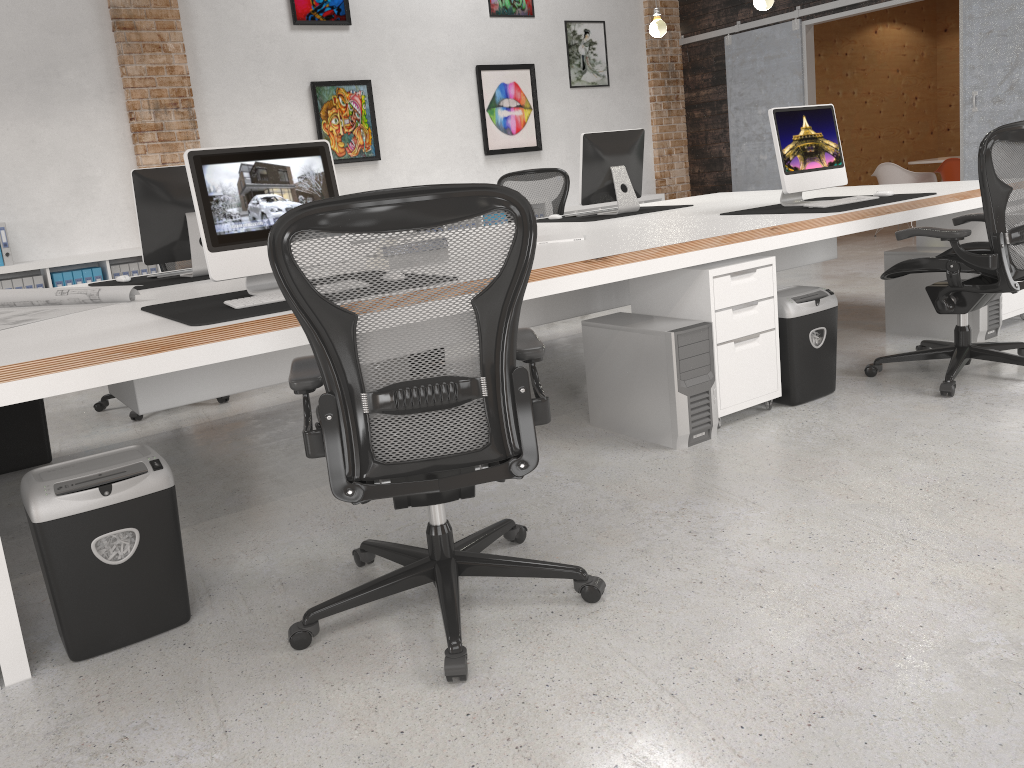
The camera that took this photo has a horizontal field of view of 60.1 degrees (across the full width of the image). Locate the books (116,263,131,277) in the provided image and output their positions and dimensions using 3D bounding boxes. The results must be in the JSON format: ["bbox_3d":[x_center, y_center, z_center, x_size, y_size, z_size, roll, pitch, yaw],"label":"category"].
[{"bbox_3d":[-2.899,-0.769,6.618,0.062,0.259,0.233,-13,14,-33],"label":"books"}]

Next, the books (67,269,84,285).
[{"bbox_3d":[-3.154,-0.698,6.433,0.062,0.259,0.233,-13,14,-33],"label":"books"}]

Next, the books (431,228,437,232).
[{"bbox_3d":[-0.756,-1.332,8.032,0.062,0.259,0.233,-13,14,-33],"label":"books"}]

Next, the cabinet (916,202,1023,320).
[{"bbox_3d":[2.561,-0.657,4.895,0.389,0.642,0.462,-14,14,-33],"label":"cabinet"}]

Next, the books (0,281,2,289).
[{"bbox_3d":[-3.567,-0.587,6.148,0.062,0.259,0.233,-13,14,-33],"label":"books"}]

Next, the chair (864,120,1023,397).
[{"bbox_3d":[1.949,-0.563,3.843,0.793,1.075,0.777,2,14,34],"label":"chair"}]

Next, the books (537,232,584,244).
[{"bbox_3d":[0.214,-0.649,3.943,0.205,0.019,0.246,-5,14,4],"label":"books"}]

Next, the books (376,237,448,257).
[{"bbox_3d":[-0.401,-0.547,3.516,0.258,0.044,0.194,-10,14,-16],"label":"books"}]

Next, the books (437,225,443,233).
[{"bbox_3d":[-0.703,-1.346,8.067,0.062,0.259,0.233,-13,14,-33],"label":"books"}]

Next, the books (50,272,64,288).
[{"bbox_3d":[-3.259,-0.670,6.363,0.062,0.259,0.233,-13,14,-33],"label":"books"}]

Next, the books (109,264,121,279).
[{"bbox_3d":[-2.951,-0.756,6.584,0.062,0.259,0.233,-13,14,-33],"label":"books"}]

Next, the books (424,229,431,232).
[{"bbox_3d":[-0.809,-1.318,7.996,0.062,0.259,0.233,-13,14,-33],"label":"books"}]

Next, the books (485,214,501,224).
[{"bbox_3d":[-0.185,-1.481,8.404,0.062,0.259,0.233,-13,14,-33],"label":"books"}]

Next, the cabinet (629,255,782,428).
[{"bbox_3d":[0.810,-0.194,3.727,0.389,0.642,0.462,-14,14,-33],"label":"cabinet"}]

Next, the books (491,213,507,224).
[{"bbox_3d":[-0.133,-1.495,8.439,0.062,0.259,0.233,-13,14,-33],"label":"books"}]

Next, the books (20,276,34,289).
[{"bbox_3d":[-3.409,-0.628,6.253,0.062,0.259,0.233,-13,14,-33],"label":"books"}]

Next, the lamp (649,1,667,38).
[{"bbox_3d":[0.938,-3.229,6.023,0.124,1.662,0.124,-14,13,-35],"label":"lamp"}]

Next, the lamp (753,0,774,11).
[{"bbox_3d":[1.461,-3.100,5.271,0.124,1.662,0.124,-14,13,-35],"label":"lamp"}]

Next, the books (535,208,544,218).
[{"bbox_3d":[0.229,-1.591,8.681,0.062,0.259,0.233,-13,14,-33],"label":"books"}]

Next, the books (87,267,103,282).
[{"bbox_3d":[-3.048,-0.726,6.504,0.062,0.259,0.233,-13,14,-33],"label":"books"}]

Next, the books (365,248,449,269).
[{"bbox_3d":[-0.421,-0.502,3.535,0.273,0.050,0.201,-16,17,-35],"label":"books"}]

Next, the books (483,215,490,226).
[{"bbox_3d":[-0.290,-1.453,8.334,0.062,0.259,0.233,-13,14,-33],"label":"books"}]

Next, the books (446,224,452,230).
[{"bbox_3d":[-0.622,-1.369,8.128,0.062,0.259,0.233,-13,14,-33],"label":"books"}]

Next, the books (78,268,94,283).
[{"bbox_3d":[-3.101,-0.712,6.468,0.062,0.259,0.233,-13,14,-33],"label":"books"}]

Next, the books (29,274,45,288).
[{"bbox_3d":[-3.356,-0.642,6.289,0.062,0.259,0.233,-13,14,-33],"label":"books"}]

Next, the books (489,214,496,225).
[{"bbox_3d":[-0.238,-1.467,8.369,0.062,0.259,0.233,-13,14,-33],"label":"books"}]

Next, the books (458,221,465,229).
[{"bbox_3d":[-0.517,-1.397,8.198,0.062,0.259,0.233,-13,14,-33],"label":"books"}]

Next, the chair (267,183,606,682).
[{"bbox_3d":[-0.256,0.056,2.227,0.773,1.075,0.797,-11,13,-24],"label":"chair"}]

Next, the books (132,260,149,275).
[{"bbox_3d":[-2.794,-0.797,6.689,0.062,0.259,0.233,-13,14,-33],"label":"books"}]

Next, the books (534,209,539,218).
[{"bbox_3d":[0.175,-1.577,8.645,0.062,0.259,0.233,-13,14,-33],"label":"books"}]

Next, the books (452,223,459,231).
[{"bbox_3d":[-0.570,-1.383,8.163,0.062,0.259,0.233,-13,14,-33],"label":"books"}]

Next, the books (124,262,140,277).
[{"bbox_3d":[-2.846,-0.783,6.654,0.062,0.259,0.233,-13,14,-33],"label":"books"}]

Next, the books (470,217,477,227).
[{"bbox_3d":[-0.411,-1.425,8.269,0.062,0.259,0.233,-13,14,-33],"label":"books"}]

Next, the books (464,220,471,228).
[{"bbox_3d":[-0.464,-1.411,8.234,0.062,0.259,0.233,-13,14,-33],"label":"books"}]

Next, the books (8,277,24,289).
[{"bbox_3d":[-3.462,-0.614,6.218,0.062,0.259,0.233,-13,14,-33],"label":"books"}]

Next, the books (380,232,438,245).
[{"bbox_3d":[-0.412,-0.580,3.523,0.186,0.029,0.153,-15,16,-35],"label":"books"}]

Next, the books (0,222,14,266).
[{"bbox_3d":[-3.684,-0.929,6.093,0.390,0.318,0.233,-14,14,-33],"label":"books"}]

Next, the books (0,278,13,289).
[{"bbox_3d":[-3.515,-0.600,6.182,0.062,0.259,0.233,-13,14,-33],"label":"books"}]

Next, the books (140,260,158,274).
[{"bbox_3d":[-2.740,-0.811,6.725,0.062,0.259,0.233,-13,14,-33],"label":"books"}]

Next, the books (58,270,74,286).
[{"bbox_3d":[-3.207,-0.684,6.398,0.062,0.259,0.233,-13,14,-33],"label":"books"}]
